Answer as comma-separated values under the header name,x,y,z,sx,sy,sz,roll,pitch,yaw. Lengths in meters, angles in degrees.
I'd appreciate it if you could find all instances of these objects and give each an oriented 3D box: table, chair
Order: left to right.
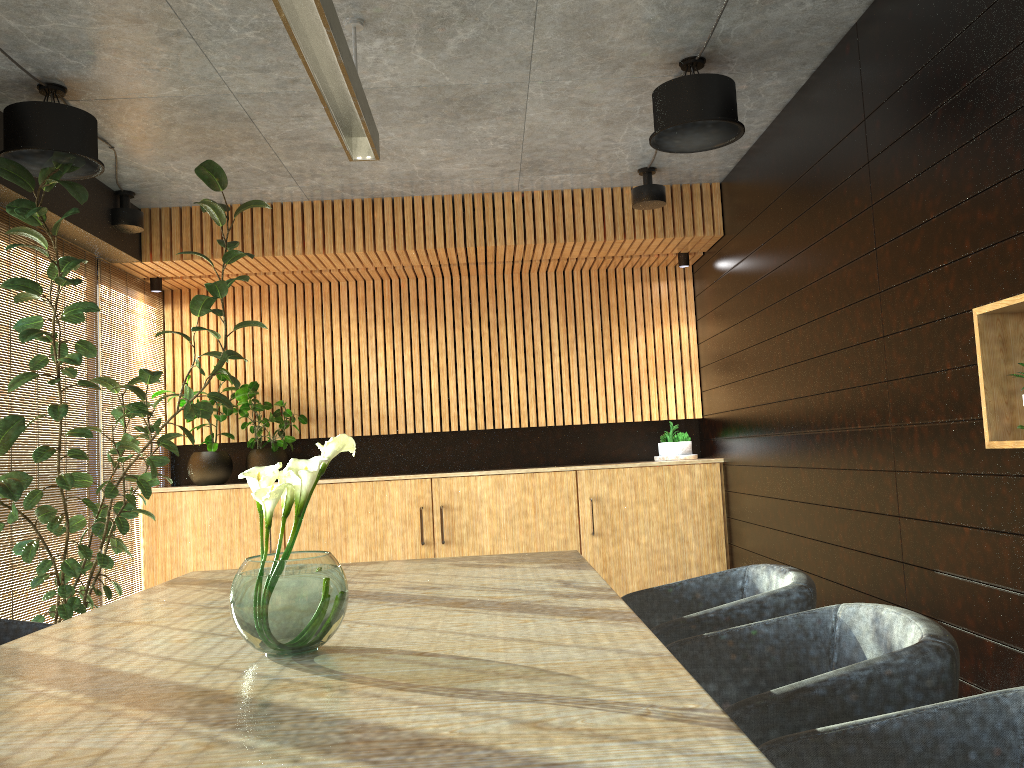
name,x,y,z,sx,sy,sz,roll,pitch,yaw
chair,-1.904,1.271,3.057,0.761,0.944,0.706,-3,-5,-2
table,-0.527,1.137,2.197,1.816,0.927,3.932,-3,-5,-2
chair,0.693,1.140,3.128,0.761,0.944,0.706,-3,-5,-2
chair,0.714,1.067,2.232,0.761,0.944,0.706,-3,-5,-2
chair,0.734,0.994,1.336,0.761,0.944,0.706,-3,-5,-2

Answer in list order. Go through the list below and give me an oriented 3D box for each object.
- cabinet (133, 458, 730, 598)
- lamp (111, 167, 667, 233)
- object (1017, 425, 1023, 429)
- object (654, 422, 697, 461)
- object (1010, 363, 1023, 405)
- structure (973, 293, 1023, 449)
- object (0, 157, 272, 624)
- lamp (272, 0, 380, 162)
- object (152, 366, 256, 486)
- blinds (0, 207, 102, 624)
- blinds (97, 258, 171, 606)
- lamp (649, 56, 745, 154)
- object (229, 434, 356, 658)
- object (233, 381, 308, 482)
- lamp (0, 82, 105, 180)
name,x,y,z,sx,sy,sz,roll,pitch,yaw
cabinet,-0.661,1.421,7.787,4.954,1.272,1.006,-3,-5,-2
lamp,-0.927,-1.398,6.665,4.179,0.294,0.257,-3,-5,-2
object,1.627,-0.041,2.334,0.401,0.633,0.445,-1,-5,-21
object,1.464,0.513,7.982,0.384,0.347,0.384,-5,-5,21
object,1.725,0.016,2.832,0.241,0.318,0.226,-1,-5,-27
structure,1.772,-0.245,2.032,0.242,1.130,2.172,-3,-5,-2
object,-2.627,0.331,5.419,1.958,3.266,1.875,-6,-6,37
lamp,-0.700,-1.576,2.427,0.151,0.618,4.009,-3,-5,-2
object,-2.692,0.357,7.740,0.666,1.054,0.640,-7,-6,40
blinds,-3.078,0.475,5.935,0.039,3.038,1.422,-3,-5,-2
blinds,-3.111,0.594,7.398,0.039,3.038,1.422,-3,-5,-2
lamp,0.997,-1.557,4.860,0.513,0.497,0.513,-5,-5,28
object,-0.570,0.406,2.278,0.295,0.546,0.322,-4,-5,8
object,-2.175,0.417,7.732,0.679,0.880,0.512,-3,-5,2
lamp,-2.475,-1.382,4.765,0.513,0.497,0.513,0,-5,-31
